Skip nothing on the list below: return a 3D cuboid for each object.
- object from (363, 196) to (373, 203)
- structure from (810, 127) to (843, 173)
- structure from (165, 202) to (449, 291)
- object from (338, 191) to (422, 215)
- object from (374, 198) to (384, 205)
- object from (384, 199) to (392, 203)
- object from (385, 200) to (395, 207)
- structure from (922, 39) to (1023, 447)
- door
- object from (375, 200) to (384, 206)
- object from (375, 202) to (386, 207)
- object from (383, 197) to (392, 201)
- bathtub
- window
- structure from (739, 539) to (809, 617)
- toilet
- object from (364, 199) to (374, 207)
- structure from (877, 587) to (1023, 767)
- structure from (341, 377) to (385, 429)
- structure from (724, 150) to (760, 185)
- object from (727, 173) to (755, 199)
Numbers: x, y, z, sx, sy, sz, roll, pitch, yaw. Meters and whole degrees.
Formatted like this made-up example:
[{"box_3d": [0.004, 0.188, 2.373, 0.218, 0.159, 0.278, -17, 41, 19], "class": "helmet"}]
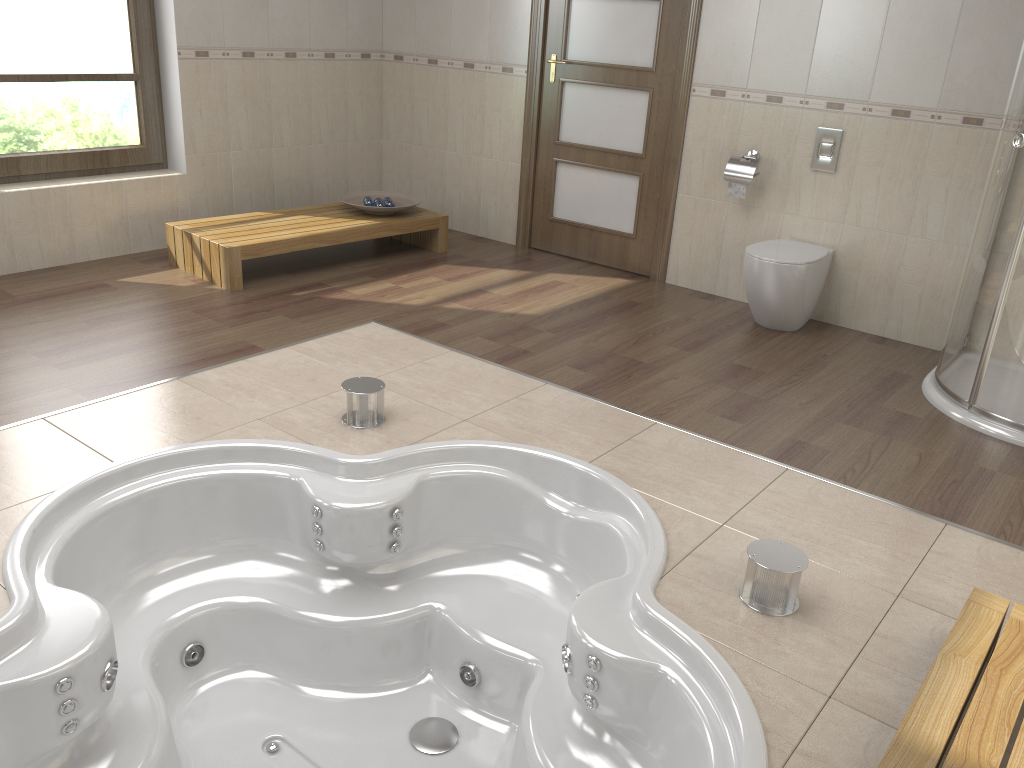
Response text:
[{"box_3d": [-0.854, -1.084, 5.263, 0.060, 0.060, 0.060, 19, 27, 33], "class": "object"}, {"box_3d": [1.510, -1.124, 4.257, 0.120, 0.200, 0.010, 20, 27, 34], "class": "structure"}, {"box_3d": [-1.104, -0.822, 5.001, 0.620, 0.220, 1.450, 23, 29, 38], "class": "structure"}, {"box_3d": [-0.778, -1.056, 5.233, 0.487, 0.076, 0.487, 1, 23, -6], "class": "object"}, {"box_3d": [-0.792, -1.077, 5.268, 0.060, 0.060, 0.060, 19, 27, 33], "class": "object"}, {"box_3d": [-0.733, -1.065, 5.249, 0.060, 0.060, 0.060, 19, 27, 33], "class": "object"}, {"box_3d": [-0.716, -1.045, 5.192, 0.060, 0.060, 0.060, 19, 27, 33], "class": "object"}, {"box_3d": [2.193, -0.777, 3.206, 0.900, 1.917, 0.900, 20, 27, 34], "class": "structure"}, {"box_3d": [0.519, -1.672, 4.926, 0.861, 2.026, 0.102, 18, 27, 31], "class": "door"}, {"box_3d": [-0.777, -1.051, 5.208, 0.060, 0.060, 0.060, 19, 27, 33], "class": "object"}, {"box_3d": [-0.763, -1.030, 5.153, 0.060, 0.060, 0.060, 19, 27, 33], "class": "object"}, {"box_3d": [-0.744, -1.089, 5.305, 0.060, 0.060, 0.060, 19, 27, 33], "class": "object"}, {"box_3d": [-0.416, 0.826, 2.247, 1.751, 0.674, 1.754, 1, 23, -8], "class": "bathtub"}, {"box_3d": [-2.292, -1.990, 4.234, 0.117, 1.934, 1.188, 20, 27, 34], "class": "window"}, {"box_3d": [0.660, 0.487, 2.240, 0.150, 0.131, 0.150, 15, 25, 24], "class": "structure"}, {"box_3d": [1.313, -0.464, 4.316, 0.337, 0.388, 0.519, 20, 27, 34], "class": "toilet"}, {"box_3d": [-0.838, -1.057, 5.208, 0.060, 0.060, 0.060, 19, 27, 33], "class": "object"}, {"box_3d": [0.809, 0.756, 1.605, 0.260, 0.140, 1.280, 20, 27, 34], "class": "structure"}, {"box_3d": [-0.515, 0.064, 3.071, 0.150, 0.131, 0.150, 5, 22, 2], "class": "structure"}, {"box_3d": [1.178, -1.090, 4.449, 0.170, 0.151, 0.154, 20, 27, 34], "class": "structure"}, {"box_3d": [1.154, -1.019, 4.463, 0.098, 0.151, 0.090, 20, 27, 34], "class": "object"}]
